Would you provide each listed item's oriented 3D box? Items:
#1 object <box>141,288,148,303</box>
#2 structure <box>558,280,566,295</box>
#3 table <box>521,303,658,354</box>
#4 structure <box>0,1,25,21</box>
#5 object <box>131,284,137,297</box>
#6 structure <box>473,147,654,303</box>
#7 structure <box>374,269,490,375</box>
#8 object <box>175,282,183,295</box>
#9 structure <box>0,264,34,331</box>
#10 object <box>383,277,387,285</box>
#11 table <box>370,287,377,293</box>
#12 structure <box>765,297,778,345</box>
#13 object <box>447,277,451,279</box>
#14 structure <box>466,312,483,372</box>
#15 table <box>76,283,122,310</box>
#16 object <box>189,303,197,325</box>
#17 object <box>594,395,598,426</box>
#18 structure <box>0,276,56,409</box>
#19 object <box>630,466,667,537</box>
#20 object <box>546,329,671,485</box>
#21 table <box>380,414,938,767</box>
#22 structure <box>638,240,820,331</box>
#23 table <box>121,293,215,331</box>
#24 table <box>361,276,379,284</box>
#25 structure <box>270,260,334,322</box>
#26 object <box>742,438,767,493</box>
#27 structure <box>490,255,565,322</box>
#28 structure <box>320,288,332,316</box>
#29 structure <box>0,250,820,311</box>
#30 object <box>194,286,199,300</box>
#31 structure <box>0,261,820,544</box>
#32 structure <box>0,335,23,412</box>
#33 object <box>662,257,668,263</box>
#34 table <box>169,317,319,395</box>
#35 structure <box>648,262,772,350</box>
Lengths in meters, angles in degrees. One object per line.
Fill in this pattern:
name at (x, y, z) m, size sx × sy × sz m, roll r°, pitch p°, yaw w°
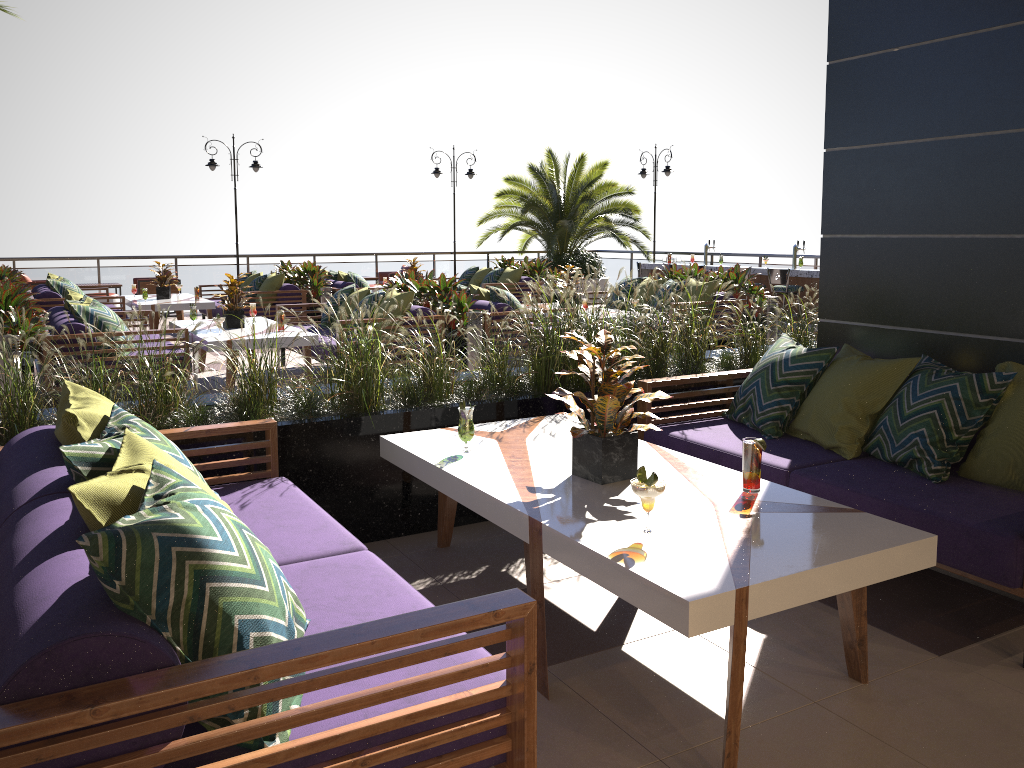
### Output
object at (-4.797, -1.159, 11.559) m, size 0.082 × 0.196 × 0.069 m, roll 1°, pitch 7°, yaw 12°
structure at (0.810, -1.318, 14.206) m, size 0.180 × 0.695 × 0.100 m, roll -4°, pitch 7°, yaw -29°
table at (0.691, -0.591, 10.351) m, size 0.943 × 0.550 × 2.049 m, roll -5°, pitch 11°, yaw -29°
structure at (-7.291, -3.072, 8.160) m, size 4.743 × 6.460 × 4.741 m, roll -2°, pitch 8°, yaw -12°
object at (-5.417, -1.340, 12.686) m, size 0.069 × 0.180 × 0.069 m, roll 0°, pitch 7°, yaw 3°
structure at (1.110, -3.408, 18.854) m, size 3.806 × 3.281 × 3.774 m, roll 4°, pitch 9°, yaw 28°
structure at (-0.945, -0.638, 9.408) m, size 0.702 × 1.165 × 2.434 m, roll -4°, pitch 10°, yaw -27°
object at (-4.892, -1.404, 13.012) m, size 0.106 × 0.196 × 0.106 m, roll 0°, pitch 7°, yaw 3°
structure at (-6.552, -0.963, 11.410) m, size 0.738 × 1.164 × 2.265 m, roll -4°, pitch 10°, yaw -28°
object at (-2.084, -1.660, 14.531) m, size 0.069 × 0.180 × 0.069 m, roll -6°, pitch 9°, yaw -41°
table at (-1.517, -1.238, 14.215) m, size 0.943 × 0.550 × 2.049 m, roll -5°, pitch 11°, yaw -29°
structure at (3.028, -0.667, 10.324) m, size 0.180 × 0.695 × 0.100 m, roll -4°, pitch 7°, yaw -29°
object at (-0.980, -1.572, 13.907) m, size 0.069 × 0.210 × 0.069 m, roll -6°, pitch 9°, yaw -41°
structure at (-0.356, -0.335, 8.413) m, size 0.180 × 0.695 × 0.100 m, roll -4°, pitch 7°, yaw -29°
table at (-7.168, -1.429, 15.308) m, size 0.741 × 0.585 × 0.760 m, roll -5°, pitch 10°, yaw -29°
object at (-3.148, -0.693, 8.739) m, size 0.069 × 0.210 × 0.069 m, roll -6°, pitch 9°, yaw -41°
object at (0.385, 0.141, 3.842) m, size 0.069 × 0.180 × 0.069 m, roll 6°, pitch 9°, yaw 43°
structure at (-4.291, -0.311, 7.522) m, size 0.738 × 1.164 × 2.265 m, roll -4°, pitch 10°, yaw -28°
object at (0.401, 0.342, 2.605) m, size 0.106 × 0.196 × 0.106 m, roll 0°, pitch 7°, yaw -2°
object at (0.323, 0.077, 3.201) m, size 0.425 × 0.523 × 0.433 m, roll -2°, pitch 8°, yaw -17°
table at (0.332, 0.608, 3.264) m, size 0.943 × 0.550 × 2.049 m, roll -5°, pitch 11°, yaw -29°
structure at (3.749, -1.703, 14.570) m, size 0.806 × 1.318 × 4.428 m, roll -4°, pitch 10°, yaw -29°
table at (-4.824, -0.914, 12.347) m, size 0.943 × 0.550 × 2.049 m, roll -5°, pitch 11°, yaw -29°
table at (-3.126, -1.825, 17.591) m, size 0.741 × 0.585 × 0.760 m, roll -5°, pitch 10°, yaw -29°
structure at (-3.205, -1.295, 13.326) m, size 0.716 × 1.164 × 2.261 m, roll -5°, pitch 10°, yaw -32°
object at (0.819, 0.276, 3.011) m, size 0.067 × 0.188 × 0.085 m, roll -1°, pitch 7°, yaw -5°
structure at (0.165, -1.621, 15.203) m, size 0.738 × 1.164 × 2.265 m, roll -4°, pitch 10°, yaw -28°
structure at (-2.575, -0.986, 12.295) m, size 0.180 × 0.695 × 0.100 m, roll -4°, pitch 7°, yaw -29°
structure at (-2.364, -1.001, 11.308) m, size 17.528 × 1.051 × 12.996 m, roll -6°, pitch 11°, yaw -29°
object at (-4.263, -1.225, 11.966) m, size 0.067 × 0.188 × 0.085 m, roll 0°, pitch 7°, yaw 0°
structure at (0.083, -0.306, 1.020) m, size 24.764 × 3.101 × 7.864 m, roll -6°, pitch 11°, yaw -29°
structure at (-3.702, -0.007, 6.523) m, size 0.180 × 0.695 × 0.100 m, roll -4°, pitch 7°, yaw -29°
object at (2.824, -2.237, 16.330) m, size 0.105 × 0.207 × 0.106 m, roll 5°, pitch 8°, yaw 35°
table at (-2.617, -0.267, 8.484) m, size 0.943 × 0.550 × 2.049 m, roll -5°, pitch 11°, yaw -29°
structure at (2.426, -0.969, 11.315) m, size 0.738 × 1.164 × 2.265 m, roll -4°, pitch 10°, yaw -28°
